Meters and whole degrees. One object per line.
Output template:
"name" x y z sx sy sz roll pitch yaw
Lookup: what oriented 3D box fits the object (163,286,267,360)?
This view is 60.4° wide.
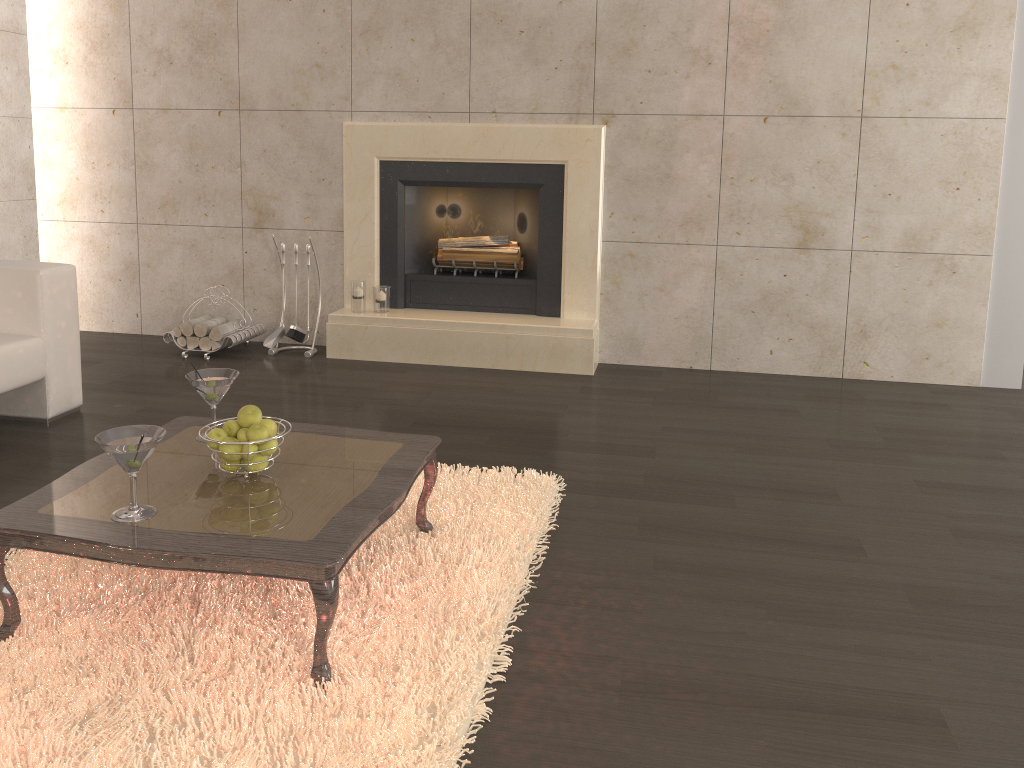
"object" -1.723 -0.380 5.129 0.431 0.373 0.512 3 13 10

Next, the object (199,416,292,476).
"object" -0.696 0.175 2.308 0.235 0.117 0.237 -8 16 -33

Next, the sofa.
"sofa" -2.609 0.084 2.663 0.944 0.638 2.842 3 14 10

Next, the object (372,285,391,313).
"object" -0.753 -0.489 5.079 0.108 0.145 0.109 4 11 15

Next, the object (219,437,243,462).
"object" -0.716 0.167 2.252 0.066 0.064 0.067 -4 12 -22

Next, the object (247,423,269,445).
"object" -0.648 0.128 2.249 0.053 0.050 0.055 3 12 11

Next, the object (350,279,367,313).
"object" -0.883 -0.504 5.056 0.099 0.180 0.099 -6 12 -36

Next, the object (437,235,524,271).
"object" -0.188 -0.786 5.218 0.514 0.208 0.224 4 12 10

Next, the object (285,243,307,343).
"object" -1.246 -0.520 5.082 0.070 0.577 0.138 7 10 34

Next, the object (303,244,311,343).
"object" -1.174 -0.519 5.040 0.027 0.555 0.108 2 8 3

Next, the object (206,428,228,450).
"object" -0.760 0.141 2.270 0.054 0.054 0.054 -5 13 -27

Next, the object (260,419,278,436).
"object" -0.648 0.122 2.324 0.057 0.060 0.064 -3 12 -20

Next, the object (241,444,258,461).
"object" -0.669 0.172 2.244 0.044 0.045 0.046 2 11 2

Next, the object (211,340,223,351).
"object" -1.637 -0.245 5.059 0.061 0.058 0.248 3 14 10

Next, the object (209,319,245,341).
"object" -1.638 -0.310 5.062 0.080 0.077 0.267 3 14 10

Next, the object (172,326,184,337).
"object" -1.872 -0.324 5.098 0.057 0.056 0.257 3 14 10

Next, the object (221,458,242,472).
"object" -0.732 0.202 2.299 0.055 0.054 0.056 6 12 21

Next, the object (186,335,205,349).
"object" -1.775 -0.268 5.104 0.083 0.072 0.282 3 14 10

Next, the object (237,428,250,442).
"object" -0.686 0.135 2.274 0.045 0.043 0.046 -3 12 -18

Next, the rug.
"rug" -0.708 0.531 2.344 1.510 0.066 2.040 4 15 10

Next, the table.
"table" -0.717 0.384 2.342 0.905 0.297 0.934 3 14 9

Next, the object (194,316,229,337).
"object" -1.728 -0.331 5.071 0.079 0.075 0.257 3 14 10

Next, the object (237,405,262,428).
"object" -0.686 0.086 2.302 0.062 0.063 0.063 3 12 10

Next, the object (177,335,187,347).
"object" -1.844 -0.271 5.100 0.057 0.056 0.257 3 14 10

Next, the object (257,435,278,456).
"object" -0.634 0.159 2.279 0.053 0.050 0.054 4 12 14

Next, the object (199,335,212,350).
"object" -1.702 -0.258 5.076 0.079 0.075 0.257 3 14 10

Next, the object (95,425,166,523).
"object" -0.878 0.197 2.038 0.151 0.213 0.154 2 10 3

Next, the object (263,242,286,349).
"object" -1.355 -0.512 5.072 0.126 0.592 0.117 -6 11 -39

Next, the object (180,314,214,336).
"object" -1.813 -0.340 5.084 0.082 0.081 0.257 3 14 10

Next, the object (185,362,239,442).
"object" -0.881 0.052 2.597 0.151 0.213 0.154 -1 11 -14

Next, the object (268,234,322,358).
"object" -1.247 -0.520 5.089 0.263 0.686 0.220 3 9 10

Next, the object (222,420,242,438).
"object" -0.732 0.118 2.308 0.050 0.048 0.046 6 12 25

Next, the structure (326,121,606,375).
"structure" -0.242 -0.823 5.075 1.526 1.317 0.599 3 9 10

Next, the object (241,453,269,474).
"object" -0.669 0.199 2.292 0.069 0.062 0.068 -7 14 -34
